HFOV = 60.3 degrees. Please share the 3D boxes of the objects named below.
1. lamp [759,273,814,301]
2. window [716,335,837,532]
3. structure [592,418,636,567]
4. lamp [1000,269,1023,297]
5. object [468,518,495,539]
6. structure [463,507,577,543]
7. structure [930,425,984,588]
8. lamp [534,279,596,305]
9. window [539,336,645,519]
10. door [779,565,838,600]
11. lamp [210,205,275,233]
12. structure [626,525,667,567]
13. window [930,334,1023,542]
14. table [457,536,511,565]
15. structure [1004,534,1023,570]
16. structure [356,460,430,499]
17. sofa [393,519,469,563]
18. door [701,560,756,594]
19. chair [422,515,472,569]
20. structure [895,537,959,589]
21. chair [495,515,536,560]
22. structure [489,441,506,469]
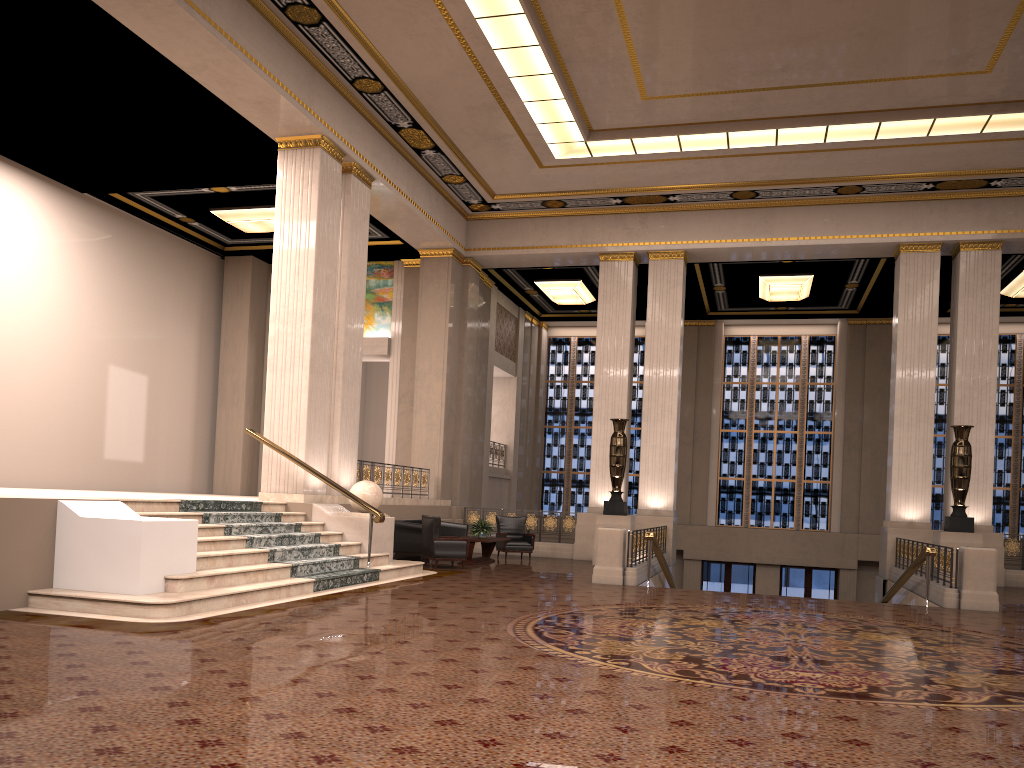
[{"bbox_3d":[6.421,-2.234,20.735,1.166,0.213,2.033,1,-8,16],"label":"lamp"},{"bbox_3d":[7.283,1.322,24.342,2.984,5.346,0.069,2,-1,16],"label":"window"},{"bbox_3d":[2.000,2.063,16.794,0.699,2.782,0.703,2,-1,16],"label":"structure"},{"bbox_3d":[11.569,-2.187,19.292,1.166,0.213,2.033,1,-8,16],"label":"lamp"},{"bbox_3d":[-0.537,2.572,15.733,0.527,0.375,0.503,7,-7,-42],"label":"object"},{"bbox_3d":[0.168,2.999,18.731,2.532,0.653,0.032,1,-2,16],"label":"structure"},{"bbox_3d":[7.705,2.115,15.194,0.699,2.782,0.703,2,-1,16],"label":"structure"},{"bbox_3d":[1.361,-2.280,22.154,1.166,0.213,2.033,1,-8,16],"label":"lamp"},{"bbox_3d":[2.373,1.278,25.718,2.984,5.346,0.069,2,-1,16],"label":"window"},{"bbox_3d":[7.878,6.205,23.538,1.490,2.718,0.155,2,-1,16],"label":"door"},{"bbox_3d":[-4.859,-3.205,17.335,1.714,0.213,1.178,1,-8,16],"label":"lamp"},{"bbox_3d":[2.390,2.731,15.103,0.079,0.534,4.978,2,-7,16],"label":"structure"},{"bbox_3d":[12.362,1.369,22.918,2.984,5.346,0.069,2,-1,16],"label":"window"},{"bbox_3d":[-0.621,2.993,15.863,0.838,0.433,1.487,1,-7,16],"label":"table"},{"bbox_3d":[10.216,3.091,15.914,2.532,0.653,0.032,1,-2,16],"label":"structure"},{"bbox_3d":[-2.216,1.811,16.419,0.032,0.621,3.725,2,-7,16],"label":"structure"},{"bbox_3d":[-1.498,2.852,16.117,0.874,0.703,1.938,1,-7,16],"label":"sofa"},{"bbox_3d":[5.868,6.186,24.101,1.490,2.718,0.155,2,-1,16],"label":"door"},{"bbox_3d":[-1.102,2.570,14.343,0.719,0.842,0.649,4,-4,-24],"label":"chair"},{"bbox_3d":[6.462,2.768,13.962,0.079,0.534,4.978,2,-7,15],"label":"structure"},{"bbox_3d":[0.052,3.031,17.427,0.649,0.841,0.720,4,-4,-19],"label":"chair"},{"bbox_3d":[-0.480,1.816,22.664,0.031,0.664,2.173,2,-7,16],"label":"structure"}]
